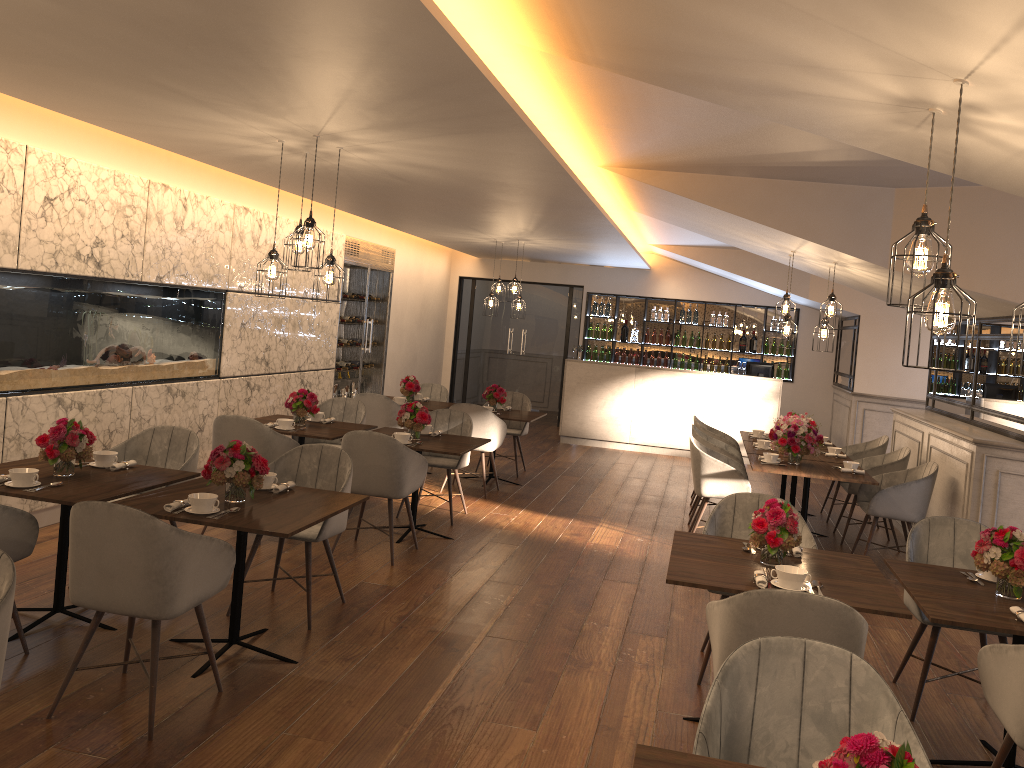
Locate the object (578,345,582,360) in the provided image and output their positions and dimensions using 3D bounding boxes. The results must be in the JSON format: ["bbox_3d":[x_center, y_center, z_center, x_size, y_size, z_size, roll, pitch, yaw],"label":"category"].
[{"bbox_3d":[0.971,-0.448,12.650,0.065,0.207,0.146,5,2,4],"label":"object"}]

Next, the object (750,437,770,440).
[{"bbox_3d":[2.459,0.539,8.741,0.211,0.004,0.022,6,4,12],"label":"object"}]

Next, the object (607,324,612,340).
[{"bbox_3d":[1.585,-0.836,14.302,0.065,0.261,0.066,5,1,-9],"label":"object"}]

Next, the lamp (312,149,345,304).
[{"bbox_3d":[-1.070,-1.540,5.539,0.175,2.069,0.175,5,1,14],"label":"lamp"}]

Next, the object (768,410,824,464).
[{"bbox_3d":[2.283,0.427,7.118,0.420,0.425,0.406,5,2,1],"label":"object"}]

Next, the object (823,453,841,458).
[{"bbox_3d":[2.830,0.629,7.776,0.193,0.024,0.025,6,3,13],"label":"object"}]

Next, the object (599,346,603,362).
[{"bbox_3d":[1.446,-0.486,14.331,0.065,0.261,0.066,5,1,-9],"label":"object"}]

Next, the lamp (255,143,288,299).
[{"bbox_3d":[-1.414,-1.566,5.486,0.175,2.069,0.175,5,1,14],"label":"lamp"}]

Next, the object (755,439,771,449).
[{"bbox_3d":[2.259,0.544,7.948,0.148,0.072,0.149,3,4,-35],"label":"object"}]

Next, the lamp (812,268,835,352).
[{"bbox_3d":[2.813,-1.315,7.758,0.175,2.069,0.175,5,1,14],"label":"lamp"}]

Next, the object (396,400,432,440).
[{"bbox_3d":[-0.726,0.264,6.650,0.234,0.301,0.306,3,3,-45],"label":"object"}]

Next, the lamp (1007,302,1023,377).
[{"bbox_3d":[1.672,-1.047,2.631,0.175,2.069,0.175,5,1,14],"label":"lamp"}]

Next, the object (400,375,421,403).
[{"bbox_3d":[-1.060,0.044,9.305,0.234,0.301,0.306,4,2,-13],"label":"object"}]

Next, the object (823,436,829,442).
[{"bbox_3d":[3.053,0.556,8.725,0.148,0.072,0.149,3,4,-35],"label":"object"}]

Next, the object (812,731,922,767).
[{"bbox_3d":[0.624,0.745,1.551,0.235,0.301,0.305,6,3,32],"label":"object"}]

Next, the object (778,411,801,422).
[{"bbox_3d":[2.764,0.410,8.770,0.304,0.301,0.235,4,2,-30],"label":"object"}]

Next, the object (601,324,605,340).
[{"bbox_3d":[1.477,-0.847,14.326,0.065,0.261,0.066,5,1,-9],"label":"object"}]

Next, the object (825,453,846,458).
[{"bbox_3d":[2.833,0.625,7.740,0.176,0.039,0.056,6,3,12],"label":"object"}]

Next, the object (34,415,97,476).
[{"bbox_3d":[-2.206,0.299,4.370,0.234,0.301,0.305,5,2,14],"label":"object"}]

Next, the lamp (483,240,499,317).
[{"bbox_3d":[-0.184,-1.873,11.005,0.175,2.069,0.175,5,1,14],"label":"lamp"}]

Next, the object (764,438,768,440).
[{"bbox_3d":[2.446,0.534,8.708,0.197,0.015,0.043,6,4,9],"label":"object"}]

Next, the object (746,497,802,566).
[{"bbox_3d":[1.128,0.626,3.817,0.235,0.301,0.305,6,3,32],"label":"object"}]

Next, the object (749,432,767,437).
[{"bbox_3d":[2.477,0.509,8.934,0.176,0.039,0.056,6,3,12],"label":"object"}]

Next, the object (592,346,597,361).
[{"bbox_3d":[1.339,-0.497,14.355,0.065,0.261,0.066,5,1,-9],"label":"object"}]

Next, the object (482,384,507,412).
[{"bbox_3d":[-0.189,0.133,9.118,0.234,0.301,0.306,4,3,-30],"label":"object"}]

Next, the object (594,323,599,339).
[{"bbox_3d":[1.370,-0.858,14.350,0.065,0.261,0.066,5,1,-9],"label":"object"}]

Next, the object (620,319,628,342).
[{"bbox_3d":[1.811,-0.862,14.256,0.103,0.359,0.104,5,1,-16],"label":"object"}]

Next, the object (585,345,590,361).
[{"bbox_3d":[1.231,-0.508,14.379,0.065,0.261,0.066,5,1,-9],"label":"object"}]

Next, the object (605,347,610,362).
[{"bbox_3d":[1.554,-0.475,14.307,0.065,0.261,0.066,5,1,-9],"label":"object"}]

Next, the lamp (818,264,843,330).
[{"bbox_3d":[2.758,-1.491,7.434,0.175,2.069,0.175,5,1,14],"label":"lamp"}]

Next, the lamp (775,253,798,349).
[{"bbox_3d":[2.469,-1.341,7.705,0.175,2.069,0.175,5,1,14],"label":"lamp"}]

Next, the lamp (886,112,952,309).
[{"bbox_3d":[1.416,-1.282,2.896,0.175,2.069,0.175,5,1,14],"label":"lamp"}]

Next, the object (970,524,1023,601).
[{"bbox_3d":[2.044,0.718,3.625,0.234,0.301,0.306,4,2,-13],"label":"object"}]

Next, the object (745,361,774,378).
[{"bbox_3d":[3.438,-0.135,12.261,0.408,0.328,0.130,4,1,-10],"label":"object"}]

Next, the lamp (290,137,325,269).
[{"bbox_3d":[-1.125,-1.716,5.215,0.175,2.069,0.175,5,1,14],"label":"lamp"}]

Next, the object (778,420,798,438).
[{"bbox_3d":[2.516,0.447,7.989,0.235,0.301,0.305,6,3,32],"label":"object"}]

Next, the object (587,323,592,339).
[{"bbox_3d":[1.262,-0.869,14.374,0.065,0.261,0.066,5,1,-9],"label":"object"}]

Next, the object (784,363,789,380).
[{"bbox_3d":[4.259,-0.199,13.703,0.065,0.261,0.066,5,1,-9],"label":"object"}]

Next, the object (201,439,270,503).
[{"bbox_3d":[-1.286,0.395,4.135,0.305,0.301,0.235,4,2,-10],"label":"object"}]

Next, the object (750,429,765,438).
[{"bbox_3d":[2.454,0.498,8.822,0.148,0.072,0.149,3,4,-35],"label":"object"}]

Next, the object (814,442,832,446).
[{"bbox_3d":[3.027,0.579,8.614,0.176,0.039,0.056,6,3,12],"label":"object"}]

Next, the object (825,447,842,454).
[{"bbox_3d":[2.859,0.602,7.851,0.148,0.072,0.149,3,4,-35],"label":"object"}]

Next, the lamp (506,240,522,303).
[{"bbox_3d":[0.105,-2.023,10.735,0.175,2.069,0.175,5,1,14],"label":"lamp"}]

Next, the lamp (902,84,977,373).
[{"bbox_3d":[1.328,-1.072,2.578,0.175,2.069,0.175,5,1,14],"label":"lamp"}]

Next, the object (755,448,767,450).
[{"bbox_3d":[2.265,0.584,7.867,0.211,0.004,0.022,6,4,12],"label":"object"}]

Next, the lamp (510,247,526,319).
[{"bbox_3d":[0.159,-1.847,11.058,0.175,2.069,0.175,5,1,14],"label":"lamp"}]

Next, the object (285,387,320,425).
[{"bbox_3d":[-1.643,0.167,6.884,0.306,0.301,0.234,7,3,34],"label":"object"}]

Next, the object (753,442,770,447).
[{"bbox_3d":[2.282,0.555,8.059,0.176,0.039,0.056,6,3,12],"label":"object"}]

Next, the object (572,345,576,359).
[{"bbox_3d":[0.887,-0.457,12.664,0.065,0.207,0.065,5,1,4],"label":"object"}]

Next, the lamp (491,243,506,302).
[{"bbox_3d":[-0.096,-2.083,11.323,0.175,2.069,0.175,5,1,14],"label":"lamp"}]

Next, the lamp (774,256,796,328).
[{"bbox_3d":[2.557,-1.550,8.023,0.175,2.069,0.175,5,1,14],"label":"lamp"}]

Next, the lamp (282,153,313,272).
[{"bbox_3d":[-1.326,-1.776,5.804,0.175,2.069,0.175,5,1,14],"label":"lamp"}]
